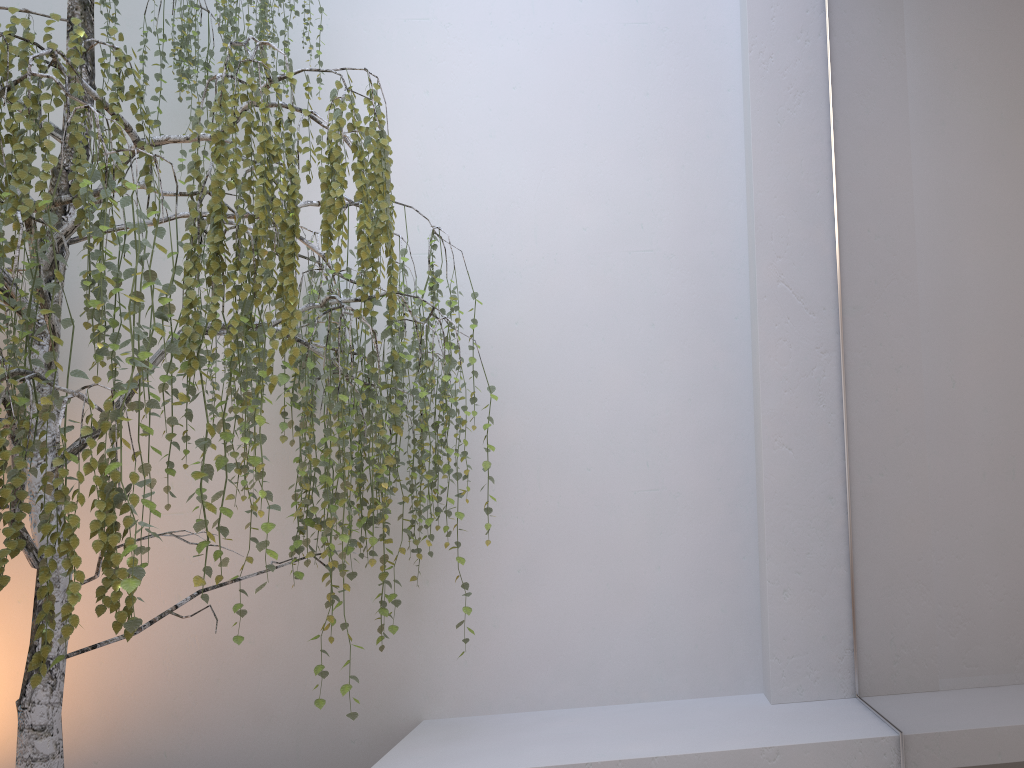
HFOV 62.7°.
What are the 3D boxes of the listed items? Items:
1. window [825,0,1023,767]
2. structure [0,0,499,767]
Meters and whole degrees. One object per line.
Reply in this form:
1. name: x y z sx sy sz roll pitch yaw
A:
1. window: 0.977 -0.337 1.762 0.050 3.231 2.860 -2 -7 9
2. structure: -1.282 -0.506 2.059 2.509 3.963 1.725 -1 -6 -6
